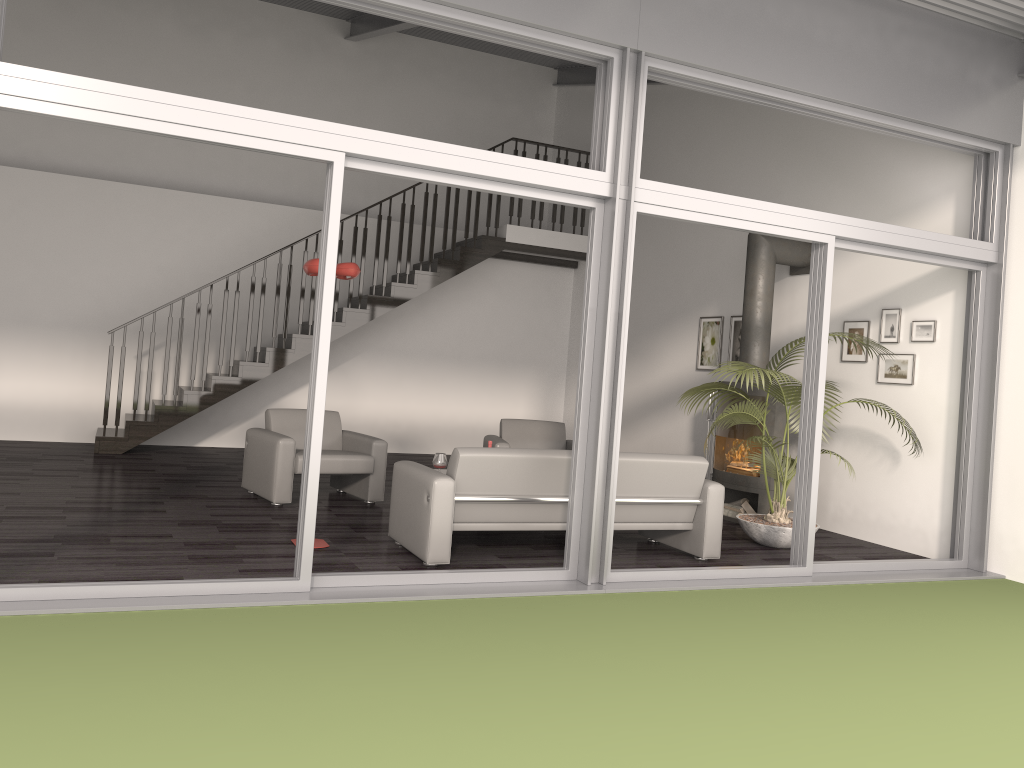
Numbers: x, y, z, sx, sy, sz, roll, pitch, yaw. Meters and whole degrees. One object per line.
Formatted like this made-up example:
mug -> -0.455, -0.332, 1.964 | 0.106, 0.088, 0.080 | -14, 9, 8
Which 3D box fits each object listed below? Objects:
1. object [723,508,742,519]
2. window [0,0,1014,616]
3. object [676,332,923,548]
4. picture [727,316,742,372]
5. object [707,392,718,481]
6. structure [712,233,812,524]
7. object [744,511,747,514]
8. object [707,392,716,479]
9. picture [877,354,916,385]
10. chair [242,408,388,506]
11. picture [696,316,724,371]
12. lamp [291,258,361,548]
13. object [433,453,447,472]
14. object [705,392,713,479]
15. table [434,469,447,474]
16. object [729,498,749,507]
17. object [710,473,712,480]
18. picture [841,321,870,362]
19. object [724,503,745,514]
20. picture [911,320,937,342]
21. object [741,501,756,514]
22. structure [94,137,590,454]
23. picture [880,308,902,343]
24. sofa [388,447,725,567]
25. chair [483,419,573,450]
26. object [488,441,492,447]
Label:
object -> 1.972, 1.172, 7.961 | 0.092, 0.082, 0.267 | 4, 1, -23
window -> -0.916, -0.683, 4.463 | 9.733, 3.474, 0.385 | 4, -1, -24
object -> 1.974, 0.403, 6.917 | 2.116, 1.668, 1.720 | 4, 0, -29
picture -> 2.338, -0.408, 9.011 | 0.026, 0.578, 0.394 | 5, -1, -24
object -> 1.998, 0.645, 8.743 | 0.401, 1.127, 0.400 | 4, -1, 26
structure -> 2.507, -0.083, 8.178 | 1.114, 2.677, 0.818 | 5, -1, -24
object -> 2.058, 1.178, 7.987 | 0.085, 0.086, 0.266 | 4, 1, -22
object -> 1.957, 0.569, 8.825 | 0.116, 0.984, 0.042 | 3, -2, 41
picture -> 3.120, -0.122, 7.199 | 0.015, 0.245, 0.360 | 5, 0, -24
chair -> -1.633, 0.596, 7.399 | 0.962, 0.718, 0.911 | 4, 0, -34
picture -> 2.122, -0.433, 9.501 | 0.026, 0.578, 0.394 | 5, -1, -24
lamp -> -1.210, 0.115, 5.613 | 0.353, 1.790, 0.365 | 5, -1, -24
object -> -0.560, 0.617, 6.886 | 0.115, 0.156, 0.116 | 4, -1, -15
object -> 1.894, 0.586, 8.675 | 0.078, 1.021, 0.166 | 4, -1, 28
table -> -0.506, 0.871, 6.826 | 0.400, 0.342, 0.681 | 4, 0, -24
object -> 2.049, 1.121, 8.121 | 0.104, 0.192, 0.306 | 5, 0, -22
object -> 2.038, 0.613, 8.671 | 0.145, 1.053, 0.074 | 4, -1, 27
picture -> 2.954, -0.365, 7.620 | 0.015, 0.352, 0.288 | 5, -1, -24
object -> 2.003, 1.127, 8.004 | 0.072, 0.068, 0.258 | 4, 1, -25
picture -> 3.243, -0.416, 6.980 | 0.015, 0.166, 0.221 | 5, 0, -24
object -> 2.123, 1.134, 7.809 | 0.071, 0.186, 0.254 | 5, 0, -23
structure -> -1.495, -1.145, 10.980 | 6.335, 4.098, 1.000 | 4, -1, -24
picture -> 3.113, -0.478, 7.285 | 0.015, 0.280, 0.191 | 5, -1, -24
sofa -> 0.304, 0.766, 5.975 | 2.112, 0.718, 0.902 | 4, 0, -24
chair -> 0.239, 0.722, 8.394 | 0.962, 0.718, 0.910 | 4, 0, -9
object -> -0.186, 0.636, 7.013 | 0.093, 0.371, 0.093 | 5, -1, -25
